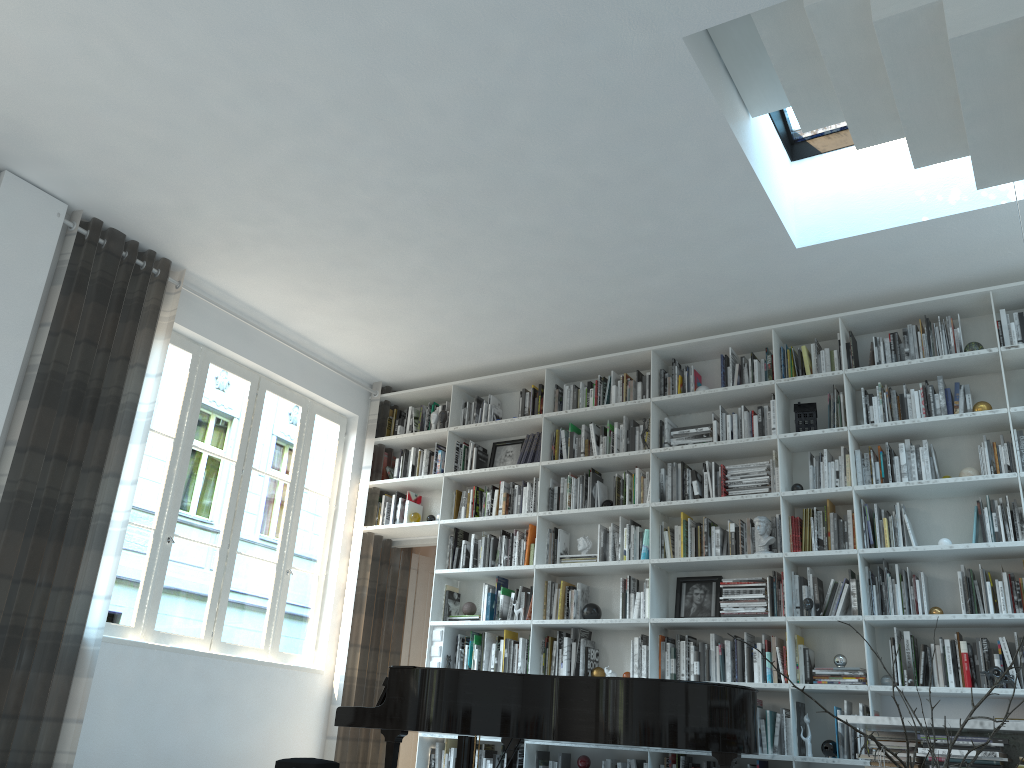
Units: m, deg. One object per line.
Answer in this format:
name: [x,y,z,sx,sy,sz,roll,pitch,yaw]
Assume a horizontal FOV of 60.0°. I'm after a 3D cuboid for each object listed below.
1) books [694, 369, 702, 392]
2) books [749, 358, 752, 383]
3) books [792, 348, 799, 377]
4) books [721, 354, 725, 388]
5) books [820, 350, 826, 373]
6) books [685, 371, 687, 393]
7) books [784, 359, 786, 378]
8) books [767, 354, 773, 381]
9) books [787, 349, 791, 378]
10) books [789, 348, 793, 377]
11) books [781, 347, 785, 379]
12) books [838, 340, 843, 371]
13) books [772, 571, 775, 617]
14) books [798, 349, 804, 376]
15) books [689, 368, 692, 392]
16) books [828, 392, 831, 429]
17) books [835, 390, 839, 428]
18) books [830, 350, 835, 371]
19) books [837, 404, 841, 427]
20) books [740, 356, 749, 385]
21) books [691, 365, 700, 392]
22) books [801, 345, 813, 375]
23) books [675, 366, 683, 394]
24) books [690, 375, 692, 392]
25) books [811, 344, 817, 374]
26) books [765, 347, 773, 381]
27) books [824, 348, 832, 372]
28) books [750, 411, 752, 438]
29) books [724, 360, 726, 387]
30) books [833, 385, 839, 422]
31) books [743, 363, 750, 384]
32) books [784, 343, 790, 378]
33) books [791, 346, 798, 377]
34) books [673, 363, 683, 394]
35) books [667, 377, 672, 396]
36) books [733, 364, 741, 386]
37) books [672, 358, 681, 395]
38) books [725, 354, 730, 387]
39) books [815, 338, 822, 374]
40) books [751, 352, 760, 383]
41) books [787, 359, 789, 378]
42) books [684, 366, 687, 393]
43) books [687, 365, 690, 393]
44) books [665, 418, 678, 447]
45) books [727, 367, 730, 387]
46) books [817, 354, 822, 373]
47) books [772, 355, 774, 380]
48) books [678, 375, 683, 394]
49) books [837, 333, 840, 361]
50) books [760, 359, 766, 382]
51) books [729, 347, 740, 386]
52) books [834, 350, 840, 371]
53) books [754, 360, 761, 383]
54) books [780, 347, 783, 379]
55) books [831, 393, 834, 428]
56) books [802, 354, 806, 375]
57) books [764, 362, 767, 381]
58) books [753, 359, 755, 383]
books: [1.286,0.031,6.126,0.004,0.234,0.138,-9,-25,30]
books: [1.616,-0.034,5.912,0.023,0.235,0.154,-9,-25,30]
books: [1.865,-0.088,5.770,0.034,0.260,0.158,-9,-25,30]
books: [1.451,-0.034,6.013,0.014,0.291,0.176,-9,-25,30]
books: [2.010,-0.088,5.668,0.024,0.201,0.180,-9,-25,30]
books: [1.233,0.039,6.132,0.016,0.218,0.144,-9,-25,30]
books: [1.815,-0.046,5.808,0.016,0.203,0.144,-9,-25,30]
books: [1.723,-0.054,5.854,0.028,0.243,0.161,-9,-25,30]
books: [1.827,-0.080,5.769,0.007,0.238,0.192,-9,-25,30]
books: [1.841,-0.085,5.781,0.006,0.258,0.166,-9,-25,30]
books: [1.796,-0.086,5.810,0.008,0.277,0.171,-9,-25,30]
books: [2.109,-0.131,5.614,0.029,0.252,0.187,-9,-25,30]
books: [1.605,1.291,5.363,0.011,0.297,0.130,-9,-25,30]
books: [1.886,-0.084,5.741,0.015,0.233,0.171,-9,-25,30]
books: [1.260,0.028,6.141,0.013,0.248,0.148,-9,-25,30]
books: [1.993,0.210,5.528,0.021,0.271,0.191,-9,-25,30]
books: [2.032,0.200,5.517,0.021,0.287,0.179,-9,-25,30]
books: [2.066,-0.091,5.653,0.025,0.202,0.162,-9,-25,30]
books: [2.050,0.240,5.511,0.013,0.210,0.140,-9,-25,30]
books: [1.575,-0.036,5.959,0.028,0.268,0.140,-9,-25,30]
books: [1.270,0.016,6.119,0.011,0.255,0.144,-9,-25,30]
books: [1.924,-0.099,5.726,0.054,0.253,0.191,-9,-25,30]
books: [1.171,0.024,6.168,0.011,0.263,0.164,-9,-25,30]
books: [1.262,0.052,6.116,0.010,0.186,0.153,-9,-25,30]
books: [1.971,-0.106,5.726,0.030,0.273,0.152,-9,-25,30]
books: [1.712,-0.078,5.882,0.012,0.307,0.138,-9,-25,30]
books: [2.032,-0.099,5.653,0.031,0.212,0.170,-9,-25,30]
books: [1.584,0.312,5.798,0.011,0.238,0.140,-9,-25,30]
books: [1.469,-0.018,6.015,0.011,0.265,0.129,-9,-25,30]
books: [2.031,0.186,5.551,0.025,0.338,0.143,-9,-25,30]
books: [1.589,-0.016,5.916,0.033,0.202,0.167,-9,-25,30]
books: [1.819,-0.097,5.806,0.007,0.297,0.181,-9,-25,30]
books: [1.853,-0.091,5.790,0.007,0.278,0.150,-9,-25,30]
books: [1.161,0.018,6.195,0.010,0.295,0.153,-9,-25,30]
books: [1.127,0.067,6.187,0.026,0.193,0.167,-9,-25,30]
books: [1.530,-0.009,5.953,0.050,0.210,0.173,-9,-25,30]
books: [1.155,0.001,6.214,0.014,0.339,0.145,-9,-25,30]
books: [1.475,-0.037,6.008,0.011,0.295,0.158,-9,-25,30]
books: [1.980,-0.126,5.706,0.010,0.296,0.168,-9,-25,30]
books: [1.624,-0.057,5.899,0.010,0.269,0.180,-9,-25,30]
books: [1.829,-0.048,5.786,0.015,0.192,0.160,-9,-25,30]
books: [1.225,0.021,6.150,0.013,0.263,0.147,-9,-25,30]
books: [1.242,0.020,6.132,0.005,0.254,0.168,-9,-25,30]
books: [1.087,0.377,6.056,0.021,0.248,0.192,-9,-25,30]
books: [1.496,0.005,5.991,0.031,0.207,0.147,-9,-25,30]
books: [1.989,-0.075,5.674,0.022,0.179,0.173,-9,-25,30]
books: [1.746,-0.054,5.852,0.014,0.243,0.145,-9,-25,30]
books: [1.190,0.058,6.156,0.023,0.195,0.173,-9,-25,30]
books: [2.110,-0.152,5.664,0.012,0.328,0.129,-9,-25,30]
books: [1.688,-0.035,5.895,0.026,0.232,0.137,-9,-25,30]
books: [1.506,-0.062,5.986,0.010,0.330,0.186,-9,-25,30]
books: [2.082,-0.093,5.634,0.022,0.193,0.182,-9,-25,30]
books: [1.643,-0.032,5.866,0.023,0.201,0.193,-9,-25,30]
books: [1.797,-0.081,5.831,0.012,0.284,0.160,-9,-25,30]
books: [2.014,0.213,5.531,0.022,0.270,0.182,-9,-25,30]
books: [1.915,-0.087,5.769,0.007,0.263,0.133,-9,-25,30]
books: [1.701,-0.026,5.874,0.014,0.203,0.135,-9,-25,30]
books: [1.637,-0.031,5.891,0.012,0.216,0.180,-9,-25,30]
